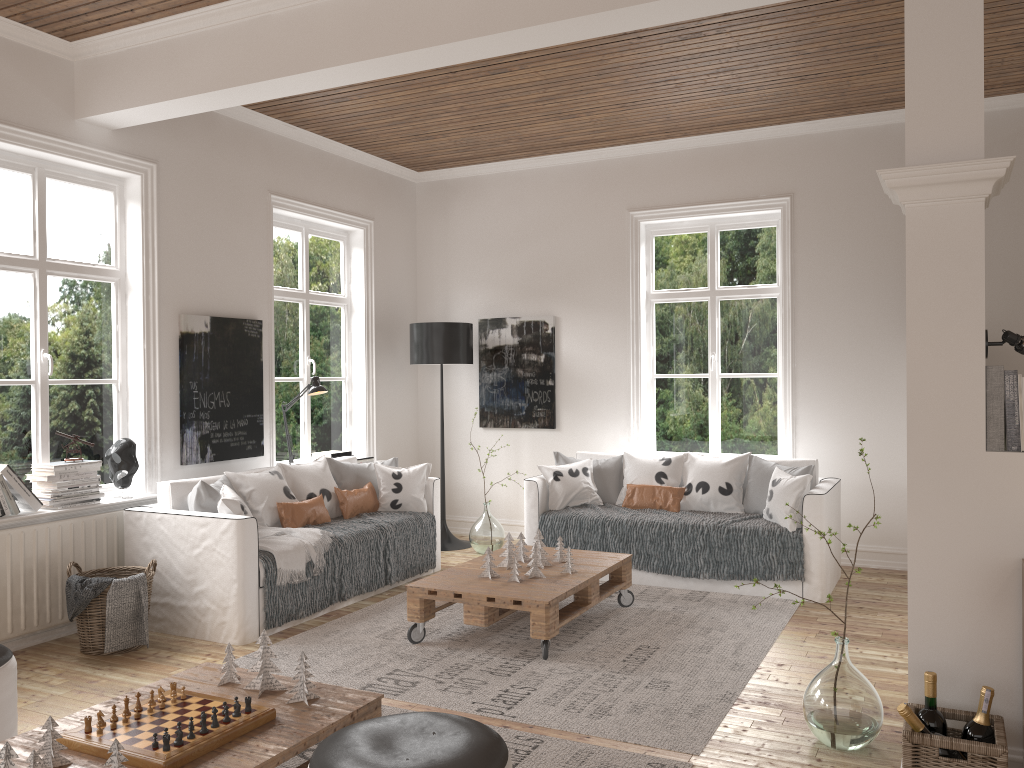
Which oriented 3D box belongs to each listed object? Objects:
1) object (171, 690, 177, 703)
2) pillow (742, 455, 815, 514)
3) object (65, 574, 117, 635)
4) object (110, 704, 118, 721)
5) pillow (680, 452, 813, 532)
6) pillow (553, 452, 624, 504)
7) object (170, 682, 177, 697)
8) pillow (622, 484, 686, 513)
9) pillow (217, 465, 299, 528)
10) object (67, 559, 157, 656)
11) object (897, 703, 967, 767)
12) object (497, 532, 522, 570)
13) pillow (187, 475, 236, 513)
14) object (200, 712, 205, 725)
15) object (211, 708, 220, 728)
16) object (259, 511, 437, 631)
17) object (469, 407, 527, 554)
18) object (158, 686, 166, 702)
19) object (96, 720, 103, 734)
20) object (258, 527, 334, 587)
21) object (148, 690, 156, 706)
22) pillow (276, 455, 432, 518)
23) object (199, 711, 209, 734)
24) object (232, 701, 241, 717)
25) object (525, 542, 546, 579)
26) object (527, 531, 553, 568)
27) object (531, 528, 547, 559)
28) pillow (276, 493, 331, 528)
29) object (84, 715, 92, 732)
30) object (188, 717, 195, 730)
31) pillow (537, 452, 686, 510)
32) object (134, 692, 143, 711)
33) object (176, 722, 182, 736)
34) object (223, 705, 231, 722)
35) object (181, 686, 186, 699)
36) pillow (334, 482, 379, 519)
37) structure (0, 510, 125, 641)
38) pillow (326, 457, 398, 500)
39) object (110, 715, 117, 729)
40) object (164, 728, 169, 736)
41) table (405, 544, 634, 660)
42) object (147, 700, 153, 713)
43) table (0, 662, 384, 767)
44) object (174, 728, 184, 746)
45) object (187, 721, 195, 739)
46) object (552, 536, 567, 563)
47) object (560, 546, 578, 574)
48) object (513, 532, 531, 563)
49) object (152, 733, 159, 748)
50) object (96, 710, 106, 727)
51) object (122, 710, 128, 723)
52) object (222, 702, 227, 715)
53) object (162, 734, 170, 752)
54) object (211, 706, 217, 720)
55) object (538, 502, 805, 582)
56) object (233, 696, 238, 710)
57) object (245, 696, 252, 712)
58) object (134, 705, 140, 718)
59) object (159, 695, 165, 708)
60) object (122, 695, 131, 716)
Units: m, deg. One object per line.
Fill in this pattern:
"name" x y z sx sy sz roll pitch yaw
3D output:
"object" -1.046 0.966 2.742 0.017 0.037 0.017 -1 1 -44
"pillow" 1.712 0.687 5.665 0.292 0.437 0.546 -1 1 -30
"object" -2.016 1.094 4.363 0.303 0.332 0.367 0 0 17
"object" -1.168 0.963 2.604 0.022 0.047 0.022 -1 1 -31
"pillow" 1.512 0.678 5.680 0.403 0.450 1.081 -1 1 -39
"pillow" 0.553 0.689 6.282 0.541 0.431 0.282 -1 0 0
"object" -1.069 0.964 2.800 0.019 0.040 0.019 -1 1 -30
"pillow" 0.943 0.767 5.926 0.420 0.179 0.127 0 1 28
"pillow" -1.486 0.718 5.062 0.417 0.414 1.020 0 0 9
"object" -1.994 1.098 4.432 0.393 0.432 0.393 -1 1 -42
"object" 1.295 1.120 2.642 0.284 0.332 0.095 0 0 6
"object" -0.017 0.895 4.797 0.112 0.193 0.106 -1 1 -36
"pillow" -1.646 0.720 4.928 0.282 0.431 0.541 -1 0 0
"object" -0.894 0.966 2.565 0.017 0.037 0.017 -1 1 -44
"object" -0.853 0.956 2.547 0.025 0.055 0.025 -1 1 -31
"object" -1.149 1.056 5.416 0.651 0.423 1.680 0 1 27
"object" -0.111 0.729 6.818 0.275 1.117 0.515 0 1 43
"object" -1.090 0.963 2.760 0.026 0.044 0.026 -1 0 -18
"object" -1.165 0.969 2.506 0.017 0.037 0.017 -1 1 -44
"object" -1.356 0.926 5.025 0.729 0.255 0.588 0 1 30
"object" -1.106 0.962 2.725 0.022 0.047 0.022 -1 1 -31
"pillow" -1.045 0.700 5.887 1.081 0.450 0.403 -1 1 -39
"object" -0.871 0.955 2.508 0.025 0.058 0.025 -1 0 -18
"object" -0.816 0.961 2.626 0.026 0.044 0.026 -1 0 -18
"object" 0.118 0.903 4.569 0.097 0.178 0.103 -1 0 -11
"object" 0.150 0.892 4.813 0.107 0.195 0.113 0 1 33
"object" 0.149 0.900 5.023 0.090 0.176 0.090 -1 0 -11
"pillow" -1.257 0.802 5.391 0.116 0.220 0.414 0 1 28
"object" -1.207 0.968 2.526 0.019 0.040 0.019 0 1 23
"object" -0.913 0.966 2.525 0.017 0.037 0.017 -1 1 -44
"pillow" 0.687 0.690 6.121 1.020 0.414 0.417 0 0 9
"object" -1.130 0.958 2.683 0.025 0.055 0.025 -1 1 -31
"object" -0.934 0.967 2.489 0.017 0.037 0.017 -1 1 -44
"object" -0.833 0.960 2.588 0.022 0.047 0.022 -1 1 -31
"object" -1.030 0.966 2.780 0.017 0.037 0.017 -1 1 -44
"pillow" -1.009 0.771 5.832 0.117 0.235 0.414 0 1 26
"structure" -2.292 1.106 4.646 0.095 0.829 1.223 0 1 27
"pillow" -1.030 0.708 6.087 0.546 0.437 0.292 -1 1 -30
"object" -1.145 0.969 2.548 0.017 0.037 0.017 -1 1 -44
"object" -0.955 0.967 2.448 0.017 0.037 0.017 -1 1 -44
"table" 0.078 1.140 4.761 0.821 0.300 1.189 0 1 27
"object" -1.087 0.967 2.665 0.017 0.037 0.017 -1 1 -44
"table" -1.023 1.168 2.529 0.821 0.300 1.189 0 1 27
"object" -0.913 0.963 2.429 0.026 0.044 0.026 -1 0 -18
"object" -0.893 0.961 2.467 0.022 0.047 0.022 -1 0 -6
"object" 0.268 0.914 4.923 0.075 0.147 0.075 -1 1 -32
"object" 0.298 0.918 4.649 0.072 0.142 0.073 0 1 34
"object" 0.054 0.907 4.957 0.095 0.164 0.090 0 1 33
"object" -0.970 0.968 2.412 0.017 0.037 0.017 0 0 7
"object" -1.188 0.965 2.565 0.026 0.044 0.026 -1 0 -18
"object" -1.128 0.968 2.586 0.017 0.037 0.017 -1 1 -44
"object" -0.855 0.965 2.642 0.017 0.037 0.017 -1 1 -44
"object" -0.930 0.966 2.388 0.019 0.040 0.019 0 1 23
"object" -0.875 0.965 2.603 0.017 0.037 0.017 -1 1 -44
"object" 1.068 0.991 5.811 1.704 0.390 0.656 0 1 27
"object" -0.834 0.964 2.683 0.017 0.037 0.017 -1 1 -44
"object" -0.793 0.962 2.665 0.019 0.040 0.019 -1 1 -30
"object" -1.109 0.968 2.624 0.017 0.037 0.017 -1 1 -44
"object" -1.067 0.967 2.703 0.017 0.037 0.017 -1 1 -44
"object" -1.148 0.957 2.642 0.025 0.058 0.025 -1 0 -18
